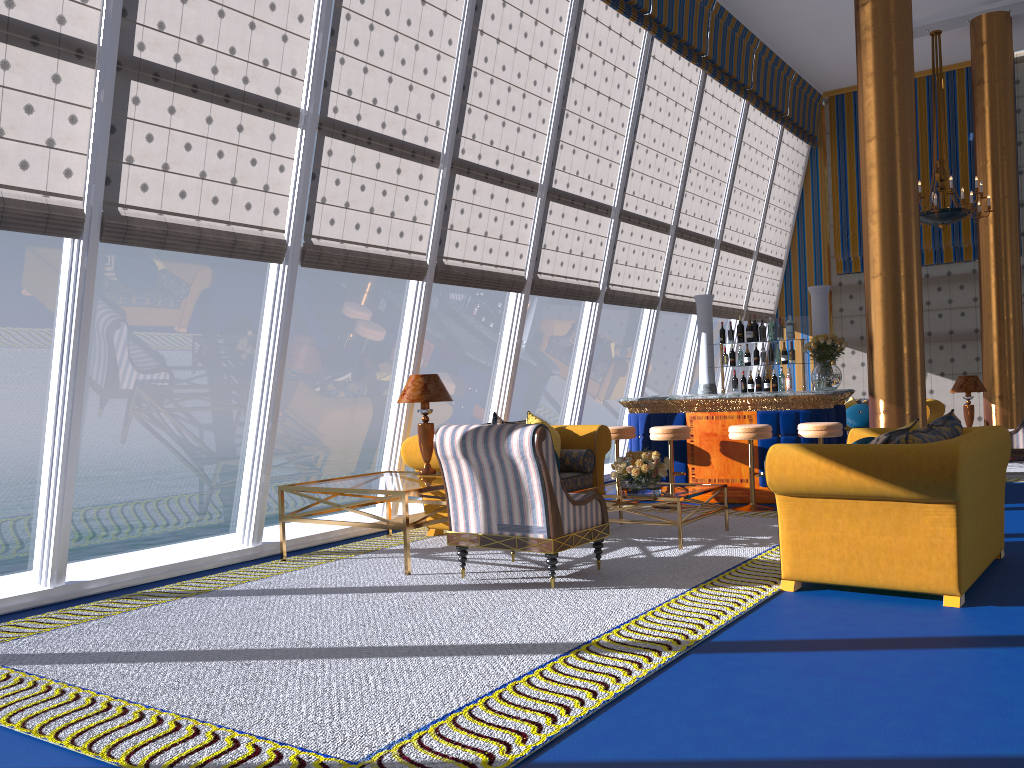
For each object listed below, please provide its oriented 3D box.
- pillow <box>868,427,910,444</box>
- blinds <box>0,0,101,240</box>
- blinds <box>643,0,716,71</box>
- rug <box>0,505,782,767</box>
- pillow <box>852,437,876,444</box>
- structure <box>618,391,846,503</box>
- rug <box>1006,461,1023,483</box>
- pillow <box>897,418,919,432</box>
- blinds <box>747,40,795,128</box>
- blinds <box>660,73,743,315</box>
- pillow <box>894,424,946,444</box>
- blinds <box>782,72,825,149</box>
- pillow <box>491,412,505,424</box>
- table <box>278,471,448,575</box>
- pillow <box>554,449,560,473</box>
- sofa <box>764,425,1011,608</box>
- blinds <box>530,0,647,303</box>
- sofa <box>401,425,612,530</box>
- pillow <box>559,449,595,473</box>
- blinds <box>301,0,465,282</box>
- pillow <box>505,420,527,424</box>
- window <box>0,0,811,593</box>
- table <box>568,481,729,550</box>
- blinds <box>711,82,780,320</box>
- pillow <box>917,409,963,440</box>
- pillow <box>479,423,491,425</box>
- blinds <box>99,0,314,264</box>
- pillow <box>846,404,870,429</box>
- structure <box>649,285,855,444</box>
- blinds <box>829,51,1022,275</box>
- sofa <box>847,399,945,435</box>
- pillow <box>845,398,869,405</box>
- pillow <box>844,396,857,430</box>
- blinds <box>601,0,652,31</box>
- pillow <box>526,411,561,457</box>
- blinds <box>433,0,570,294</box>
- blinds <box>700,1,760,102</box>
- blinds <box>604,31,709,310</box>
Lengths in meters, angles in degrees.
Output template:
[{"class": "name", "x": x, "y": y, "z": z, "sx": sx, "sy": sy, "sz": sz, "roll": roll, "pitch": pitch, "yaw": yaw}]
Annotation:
[{"class": "pillow", "x": 2.080, "y": 0.491, "z": 5.118, "sx": 0.324, "sy": 0.456, "sz": 0.527, "roll": -2, "pitch": 0, "yaw": 34}, {"class": "blinds", "x": -2.587, "y": -2.531, "z": 4.303, "sx": 0.866, "sy": 3.394, "sz": 1.378, "roll": -2, "pitch": 0, "yaw": 35}, {"class": "blinds", "x": 1.894, "y": -4.184, "z": 10.136, "sx": 0.335, "sy": 0.830, "sz": 1.539, "roll": -2, "pitch": 0, "yaw": 35}, {"class": "rug", "x": -0.038, "y": 1.227, "z": 5.857, "sx": 3.557, "sy": 0.010, "sz": 6.317, "roll": -3, "pitch": -1, "yaw": 34}, {"class": "pillow", "x": 2.131, "y": 0.515, "z": 5.540, "sx": 0.391, "sy": 0.367, "sz": 0.459, "roll": -2, "pitch": 0, "yaw": -5}, {"class": "structure", "x": 2.197, "y": 0.638, "z": 9.023, "sx": 2.294, "sy": 1.065, "sz": 0.775, "roll": -2, "pitch": 0, "yaw": 23}, {"class": "rug", "x": 5.463, "y": 1.062, "z": 11.571, "sx": 6.196, "sy": 0.011, "sz": 3.628, "roll": -3, "pitch": -1, "yaw": 34}, {"class": "pillow", "x": 2.428, "y": 0.462, "z": 5.556, "sx": 0.229, "sy": 0.491, "sz": 0.617, "roll": -2, "pitch": 0, "yaw": 40}, {"class": "blinds", "x": 3.668, "y": -4.231, "z": 12.695, "sx": 0.335, "sy": 0.830, "sz": 1.539, "roll": -2, "pitch": 0, "yaw": 35}, {"class": "blinds", "x": 2.586, "y": -2.669, "z": 11.766, "sx": 0.866, "sy": 3.394, "sz": 1.378, "roll": -2, "pitch": 0, "yaw": 35}, {"class": "pillow", "x": 2.250, "y": 0.542, "z": 5.014, "sx": 0.336, "sy": 0.610, "sz": 0.620, "roll": -2, "pitch": 0, "yaw": 40}, {"class": "blinds", "x": 4.556, "y": -4.255, "z": 13.976, "sx": 0.335, "sy": 0.830, "sz": 1.539, "roll": -2, "pitch": 0, "yaw": 35}, {"class": "pillow", "x": -0.032, "y": 0.542, "z": 7.509, "sx": 0.278, "sy": 0.619, "sz": 0.697, "roll": -2, "pitch": 0, "yaw": 32}, {"class": "table", "x": -0.862, "y": 0.987, "z": 6.602, "sx": 1.226, "sy": 0.550, "sz": 1.162, "roll": -2, "pitch": 0, "yaw": 34}, {"class": "pillow", "x": 0.238, "y": 0.625, "z": 7.595, "sx": 0.478, "sy": 0.404, "sz": 0.316, "roll": -2, "pitch": 0, "yaw": -42}, {"class": "sofa", "x": 2.335, "y": 0.713, "z": 5.350, "sx": 1.001, "sy": 0.854, "sz": 1.866, "roll": -2, "pitch": 0, "yaw": 36}, {"class": "blinds", "x": 0.859, "y": -2.623, "z": 9.275, "sx": 0.866, "sy": 3.394, "sz": 1.378, "roll": -2, "pitch": 0, "yaw": 35}, {"class": "sofa", "x": 0.015, "y": 0.809, "z": 7.779, "sx": 0.992, "sy": 0.854, "sz": 1.864, "roll": -2, "pitch": 0, "yaw": 35}, {"class": "pillow", "x": 0.542, "y": 0.693, "z": 8.013, "sx": 0.369, "sy": 0.219, "sz": 0.217, "roll": -2, "pitch": 0, "yaw": 34}, {"class": "blinds", "x": -0.862, "y": -2.577, "z": 6.793, "sx": 0.866, "sy": 3.394, "sz": 1.378, "roll": -2, "pitch": 0, "yaw": 35}, {"class": "pillow", "x": 0.079, "y": 0.597, "z": 8.095, "sx": 0.244, "sy": 0.546, "sz": 0.616, "roll": -2, "pitch": 0, "yaw": 32}, {"class": "window", "x": 0.224, "y": -1.691, "z": 8.831, "sx": 1.603, "sy": 5.856, "sz": 15.616, "roll": -2, "pitch": 0, "yaw": 35}, {"class": "table", "x": 1.064, "y": 1.007, "z": 6.964, "sx": 0.965, "sy": 0.369, "sz": 0.915, "roll": -2, "pitch": 0, "yaw": 34}, {"class": "blinds", "x": 3.473, "y": -2.692, "z": 13.047, "sx": 0.866, "sy": 3.394, "sz": 1.378, "roll": -2, "pitch": 0, "yaw": 35}, {"class": "pillow", "x": 2.584, "y": 0.501, "z": 5.508, "sx": 0.350, "sy": 0.672, "sz": 0.607, "roll": -2, "pitch": 0, "yaw": 43}, {"class": "pillow", "x": -0.270, "y": 0.605, "z": 7.592, "sx": 0.244, "sy": 0.549, "sz": 0.613, "roll": -2, "pitch": 0, "yaw": 32}, {"class": "blinds", "x": -1.741, "y": -2.553, "z": 5.524, "sx": 0.866, "sy": 3.394, "sz": 1.378, "roll": -2, "pitch": 0, "yaw": 35}, {"class": "pillow", "x": 4.925, "y": 0.464, "z": 12.515, "sx": 0.461, "sy": 0.367, "sz": 0.390, "roll": -2, "pitch": 0, "yaw": -5}, {"class": "structure", "x": 2.650, "y": 0.063, "z": 10.009, "sx": 2.292, "sy": 2.196, "sz": 0.775, "roll": -2, "pitch": 0, "yaw": 25}, {"class": "blinds", "x": 6.303, "y": -3.301, "z": 13.692, "sx": 2.635, "sy": 2.990, "sz": 0.153, "roll": -2, "pitch": 0, "yaw": 34}, {"class": "sofa", "x": 5.128, "y": 0.665, "z": 12.716, "sx": 1.829, "sy": 0.854, "sz": 1.021, "roll": -2, "pitch": 0, "yaw": 36}, {"class": "pillow", "x": 4.967, "y": 0.470, "z": 12.969, "sx": 0.594, "sy": 0.672, "sz": 0.358, "roll": -2, "pitch": 0, "yaw": 43}, {"class": "pillow", "x": 4.914, "y": 0.426, "z": 12.813, "sx": 0.605, "sy": 0.491, "sz": 0.234, "roll": -2, "pitch": 0, "yaw": 40}, {"class": "blinds", "x": 1.006, "y": -4.160, "z": 8.855, "sx": 0.335, "sy": 0.830, "sz": 1.539, "roll": -2, "pitch": 0, "yaw": 35}, {"class": "pillow", "x": 0.282, "y": 0.530, "z": 7.958, "sx": 0.582, "sy": 0.583, "sz": 0.326, "roll": -2, "pitch": 0, "yaw": -35}, {"class": "blinds", "x": -0.003, "y": -2.600, "z": 8.031, "sx": 0.866, "sy": 3.394, "sz": 1.378, "roll": -2, "pitch": 0, "yaw": 35}, {"class": "blinds", "x": 2.782, "y": -4.208, "z": 11.418, "sx": 0.335, "sy": 0.830, "sz": 1.539, "roll": -2, "pitch": 0, "yaw": 35}, {"class": "blinds", "x": 1.739, "y": -2.646, "z": 10.545, "sx": 0.866, "sy": 3.394, "sz": 1.378, "roll": -2, "pitch": 0, "yaw": 35}]
